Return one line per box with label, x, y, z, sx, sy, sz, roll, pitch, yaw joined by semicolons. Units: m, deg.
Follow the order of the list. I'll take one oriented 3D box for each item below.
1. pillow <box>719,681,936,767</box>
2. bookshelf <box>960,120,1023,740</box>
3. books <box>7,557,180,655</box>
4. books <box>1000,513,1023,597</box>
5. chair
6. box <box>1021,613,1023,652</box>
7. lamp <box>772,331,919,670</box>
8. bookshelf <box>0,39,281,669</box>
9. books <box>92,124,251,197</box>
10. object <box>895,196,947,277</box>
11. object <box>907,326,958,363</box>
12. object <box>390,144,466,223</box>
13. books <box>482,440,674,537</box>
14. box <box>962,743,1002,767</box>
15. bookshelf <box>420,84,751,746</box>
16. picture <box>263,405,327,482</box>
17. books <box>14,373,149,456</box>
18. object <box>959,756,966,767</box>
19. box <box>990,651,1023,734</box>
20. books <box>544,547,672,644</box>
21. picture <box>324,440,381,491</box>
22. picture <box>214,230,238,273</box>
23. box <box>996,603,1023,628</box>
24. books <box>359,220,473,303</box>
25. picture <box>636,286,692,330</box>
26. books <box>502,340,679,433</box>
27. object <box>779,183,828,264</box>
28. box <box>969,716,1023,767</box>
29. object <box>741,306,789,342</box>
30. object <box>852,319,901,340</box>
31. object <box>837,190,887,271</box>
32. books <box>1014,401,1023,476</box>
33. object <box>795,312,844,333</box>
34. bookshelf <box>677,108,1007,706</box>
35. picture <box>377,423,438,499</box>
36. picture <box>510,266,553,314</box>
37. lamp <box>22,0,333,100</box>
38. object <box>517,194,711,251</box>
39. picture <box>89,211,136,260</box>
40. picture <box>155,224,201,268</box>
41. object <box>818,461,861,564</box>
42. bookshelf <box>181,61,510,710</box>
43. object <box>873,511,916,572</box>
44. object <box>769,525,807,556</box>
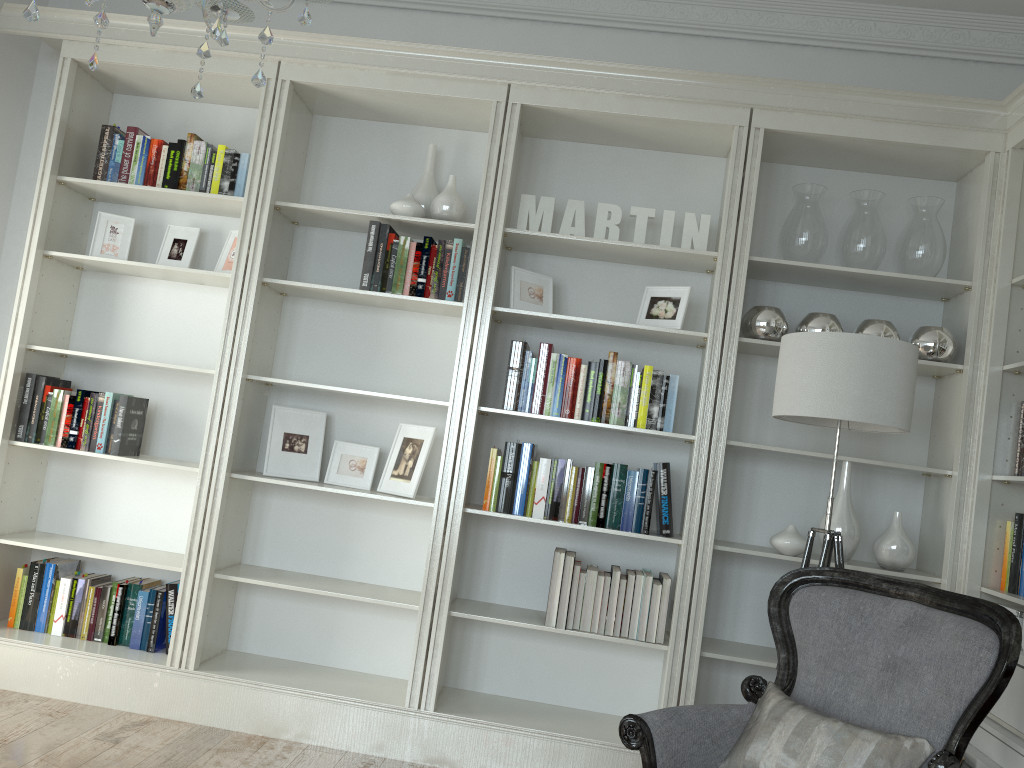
pillow;0.798;0.993;2.349;0.210;0.263;0.547;11;-5;-34
bookshelf;1.881;0.266;2.814;0.399;2.523;0.988;8;-4;6
books;-1.734;0.940;3.821;0.762;0.302;0.207;8;-4;7
books;1.851;0.579;2.843;0.215;0.302;0.763;8;-4;7
chair;0.786;1.015;2.309;0.763;1.024;0.778;10;-5;-29
box;1.831;0.840;2.875;0.264;0.126;0.179;8;-4;6
lamp;0.989;0.726;2.863;0.429;1.739;0.429;5;-5;39
bookshelf;-1.606;-0.149;3.853;0.972;2.523;0.399;8;-4;6
books;-1.492;-0.966;3.979;0.691;0.301;0.201;8;-4;7
object;1.681;-0.574;3.644;0.193;0.362;0.193;9;-4;-11
object;1.650;-0.148;3.487;0.185;0.140;0.185;6;-5;25
object;-0.343;-0.861;3.828;0.319;0.397;0.316;8;-4;-5
books;0.285;0.415;3.609;0.762;0.302;0.207;8;-4;7
box;1.664;1.361;2.760;0.374;0.264;0.734;8;-4;6
bookshelf;0.312;0.107;3.660;0.972;2.523;0.399;8;-4;6
picture;-0.929;0.254;3.800;0.231;0.300;0.127;9;-4;-19
books;-1.846;0.135;3.834;0.465;0.291;0.205;8;-4;6
object;1.384;1.430;2.940;0.178;0.462;0.150;6;-5;27
box;1.807;1.025;2.961;0.337;0.238;0.499;8;-4;6
books;0.383;0.840;3.535;0.465;0.291;0.205;8;-4;6
picture;-0.678;0.350;3.812;0.206;0.192;0.124;8;-4;6
picture;-1.205;-0.566;3.874;0.153;0.228;0.094;6;-5;31
box;1.849;0.858;3.077;0.264;0.126;0.179;8;-4;6
books;-0.369;-0.492;3.720;0.465;0.291;0.205;8;-4;6
picture;0.631;-0.306;3.623;0.202;0.188;0.124;5;-5;36
books;0.324;0.007;3.644;0.691;0.301;0.201;8;-4;7
object;1.218;-0.636;3.691;0.193;0.362;0.193;9;-4;-11
box;1.666;1.181;2.780;0.219;0.099;0.608;8;-4;6
object;1.013;-0.233;3.552;0.185;0.140;0.185;6;-5;25
object;1.437;-0.176;3.509;0.185;0.140;0.185;6;-5;25
object;1.450;-0.605;3.668;0.193;0.362;0.193;9;-4;-11
books;1.918;0.171;2.819;0.209;0.301;0.919;8;-4;6
object;1.225;-0.205;3.530;0.185;0.140;0.185;6;-5;25
bookshelf;1.271;0.235;3.563;0.972;2.523;0.399;8;-4;6
picture;-0.428;0.318;3.705;0.202;0.300;0.124;5;-5;36
picture;0.068;-0.379;3.716;0.206;0.192;0.124;10;-5;-29
lamp;-0.505;-1.871;1.760;0.648;2.542;0.577;10;-5;-24
object;0.418;-0.657;3.697;0.790;0.180;0.034;8;-4;6
picture;-1.770;-0.642;3.931;0.153;0.228;0.094;9;-4;-19
picture;-1.491;-0.599;3.969;0.153;0.228;0.094;8;-4;6
object;1.282;0.494;3.444;0.155;0.397;0.155;9;-4;-9
bookshelf;-0.647;-0.021;3.757;0.972;2.523;0.399;8;-4;6
object;1.478;0.605;3.421;0.153;0.225;0.154;4;-6;41
object;1.081;0.606;3.442;0.152;0.116;0.154;8;-4;3
